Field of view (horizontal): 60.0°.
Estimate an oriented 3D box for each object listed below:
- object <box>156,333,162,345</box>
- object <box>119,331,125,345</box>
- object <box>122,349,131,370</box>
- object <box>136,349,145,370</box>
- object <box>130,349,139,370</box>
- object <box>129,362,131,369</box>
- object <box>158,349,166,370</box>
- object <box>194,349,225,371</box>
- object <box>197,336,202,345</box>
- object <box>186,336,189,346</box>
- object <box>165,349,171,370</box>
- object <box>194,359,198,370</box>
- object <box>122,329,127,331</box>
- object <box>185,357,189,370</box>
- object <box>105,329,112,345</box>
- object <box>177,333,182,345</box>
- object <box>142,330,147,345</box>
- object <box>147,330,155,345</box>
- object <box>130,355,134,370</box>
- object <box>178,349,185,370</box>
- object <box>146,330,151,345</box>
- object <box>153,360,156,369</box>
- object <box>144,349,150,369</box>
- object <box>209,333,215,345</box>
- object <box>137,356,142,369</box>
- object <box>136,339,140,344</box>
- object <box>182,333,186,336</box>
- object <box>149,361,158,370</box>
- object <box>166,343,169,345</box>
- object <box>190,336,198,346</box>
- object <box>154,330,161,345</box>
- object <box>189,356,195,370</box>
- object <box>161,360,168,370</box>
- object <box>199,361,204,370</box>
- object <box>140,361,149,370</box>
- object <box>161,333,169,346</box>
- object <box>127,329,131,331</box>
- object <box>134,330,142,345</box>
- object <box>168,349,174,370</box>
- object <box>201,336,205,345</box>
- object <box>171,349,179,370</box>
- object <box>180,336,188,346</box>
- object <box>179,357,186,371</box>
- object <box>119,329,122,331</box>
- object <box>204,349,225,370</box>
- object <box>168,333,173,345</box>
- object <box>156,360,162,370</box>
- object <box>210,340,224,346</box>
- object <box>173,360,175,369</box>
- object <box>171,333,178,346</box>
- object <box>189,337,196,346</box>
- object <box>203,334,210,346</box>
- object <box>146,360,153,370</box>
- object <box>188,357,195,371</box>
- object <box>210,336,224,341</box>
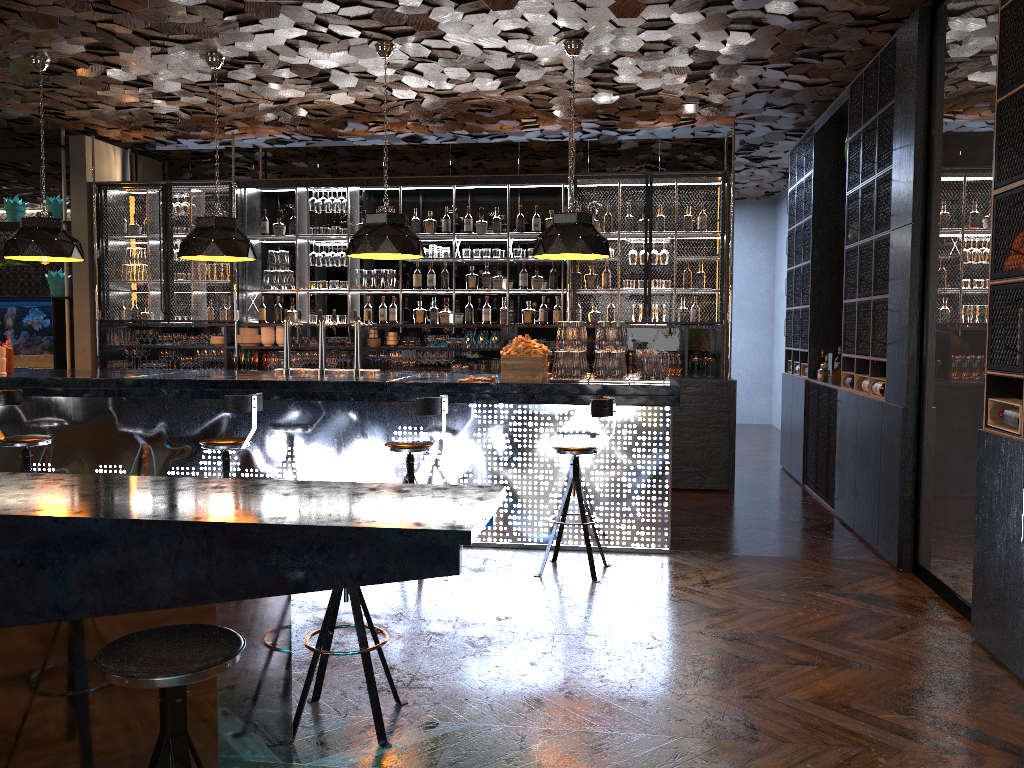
[{"bbox_3d":[-3.820,-0.486,9.629,0.081,0.132,0.081,-1,4,-21],"label":"object"},{"bbox_3d":[-4.231,-0.498,9.625,0.051,0.152,0.058,1,4,12],"label":"object"},{"bbox_3d":[-4.185,-0.266,9.636,0.091,0.227,0.091,-2,4,-30],"label":"object"},{"bbox_3d":[-4.077,-0.271,9.724,0.091,0.227,0.091,-2,4,-29],"label":"object"},{"bbox_3d":[-4.093,-0.265,9.621,0.091,0.227,0.091,2,4,30],"label":"object"},{"bbox_3d":[-4.265,-0.206,9.890,0.034,0.080,0.034,1,4,17],"label":"object"},{"bbox_3d":[-3.772,-0.260,9.564,0.088,0.229,0.077,2,4,21],"label":"object"},{"bbox_3d":[-3.235,-0.258,9.595,0.376,0.227,0.186,1,4,6],"label":"object"},{"bbox_3d":[-3.433,-0.471,9.695,0.078,0.099,0.078,-1,4,-25],"label":"object"},{"bbox_3d":[-3.535,-0.468,9.615,0.078,0.103,0.078,-3,5,-40],"label":"object"},{"bbox_3d":[-3.759,-0.266,9.654,0.088,0.229,0.077,-2,4,-33],"label":"object"},{"bbox_3d":[-3.453,-0.225,9.691,0.065,0.146,0.074,2,4,30],"label":"object"},{"bbox_3d":[-4.299,-0.522,9.820,0.067,0.174,0.067,-2,4,-32],"label":"object"},{"bbox_3d":[-3.550,-0.226,9.696,0.065,0.146,0.074,2,4,20],"label":"object"},{"bbox_3d":[-4.391,-0.512,9.652,0.067,0.174,0.067,1,4,16],"label":"object"},{"bbox_3d":[-3.616,-0.484,9.626,0.074,0.131,0.074,2,4,20],"label":"object"},{"bbox_3d":[-4.024,-0.510,9.704,0.087,0.170,0.087,-2,4,-32],"label":"object"},{"bbox_3d":[-3.891,-0.500,9.557,0.087,0.170,0.087,-2,4,-32],"label":"object"},{"bbox_3d":[-4.169,-0.273,9.743,0.091,0.227,0.091,-3,5,-43],"label":"object"},{"bbox_3d":[-3.640,-0.272,9.758,0.088,0.229,0.077,1,4,9],"label":"object"},{"bbox_3d":[-3.940,-0.507,9.654,0.087,0.170,0.087,-2,4,-32],"label":"object"},{"bbox_3d":[-3.954,-0.214,9.817,0.093,0.101,0.093,0,4,-6],"label":"object"},{"bbox_3d":[-4.058,-0.278,9.839,0.091,0.227,0.091,-2,4,-30],"label":"object"},{"bbox_3d":[-3.306,-0.491,9.764,0.074,0.131,0.074,2,4,20],"label":"object"},{"bbox_3d":[-4.159,-0.281,9.876,0.091,0.227,0.091,1,4,11],"label":"object"},{"bbox_3d":[-4.194,-0.517,9.918,0.051,0.152,0.058,-2,4,-32],"label":"object"},{"bbox_3d":[-3.605,-0.489,9.712,0.074,0.131,0.074,2,4,20],"label":"object"},{"bbox_3d":[-3.875,-0.199,9.595,0.093,0.101,0.093,-2,4,-30],"label":"object"},{"bbox_3d":[-3.801,-0.495,9.774,0.081,0.132,0.081,-1,4,-21],"label":"object"},{"bbox_3d":[-3.446,-0.465,9.603,0.078,0.099,0.078,-1,4,-25],"label":"object"},{"bbox_3d":[-3.922,-0.516,9.798,0.087,0.170,0.087,-2,4,-32],"label":"object"},{"bbox_3d":[-3.537,-0.232,9.792,0.065,0.146,0.074,3,4,37],"label":"object"},{"bbox_3d":[-3.849,-0.212,9.801,0.093,0.101,0.093,2,4,22],"label":"object"},{"bbox_3d":[-3.436,-0.232,9.792,0.074,0.146,0.065,2,4,30],"label":"object"},{"bbox_3d":[-3.983,-0.201,9.609,0.093,0.101,0.093,-1,4,-25],"label":"object"},{"bbox_3d":[-3.744,-0.482,9.567,0.081,0.132,0.081,-1,4,-21],"label":"object"},{"bbox_3d":[-4.287,-0.528,9.906,0.067,0.174,0.067,-3,5,-43],"label":"object"},{"bbox_3d":[-4.040,-0.503,9.587,0.087,0.170,0.087,-2,4,-32],"label":"object"},{"bbox_3d":[-3.752,-0.271,9.736,0.077,0.229,0.088,2,4,23],"label":"object"},{"bbox_3d":[-3.419,-0.476,9.777,0.078,0.099,0.078,-1,4,-25],"label":"object"},{"bbox_3d":[-3.660,-0.264,9.637,0.088,0.229,0.077,1,4,7],"label":"object"},{"bbox_3d":[-3.523,-0.462,9.529,0.078,0.103,0.078,-3,5,-40],"label":"object"},{"bbox_3d":[-3.561,-0.220,9.593,0.074,0.146,0.065,-1,4,-16],"label":"object"},{"bbox_3d":[-4.308,-0.517,9.730,0.067,0.174,0.067,3,4,33],"label":"object"},{"bbox_3d":[-3.209,-0.270,9.789,0.376,0.227,0.186,1,4,6],"label":"object"},{"bbox_3d":[-3.732,-0.489,9.686,0.081,0.132,0.081,-1,4,-21],"label":"object"},{"bbox_3d":[-3.867,-0.206,9.701,0.093,0.101,0.093,2,4,28],"label":"object"},{"bbox_3d":[-3.141,-0.442,9.546,0.211,0.060,0.209,-2,4,-33],"label":"object"},{"bbox_3d":[-3.739,-0.277,9.827,0.077,0.229,0.088,-1,4,-18],"label":"object"},{"bbox_3d":[-3.630,-0.478,9.541,0.074,0.131,0.074,2,4,20],"label":"object"},{"bbox_3d":[-3.426,-0.459,9.509,0.078,0.099,0.078,-1,4,-25],"label":"object"},{"bbox_3d":[-3.300,-0.479,9.585,0.074,0.131,0.074,2,4,20],"label":"object"},{"bbox_3d":[-3.969,-0.207,9.713,0.093,0.101,0.093,-2,4,-32],"label":"object"},{"bbox_3d":[-3.466,-0.219,9.585,0.074,0.146,0.065,0,4,2],"label":"object"},{"bbox_3d":[-3.140,-0.483,9.543,0.209,0.060,0.211,-3,5,-38],"label":"object"}]
